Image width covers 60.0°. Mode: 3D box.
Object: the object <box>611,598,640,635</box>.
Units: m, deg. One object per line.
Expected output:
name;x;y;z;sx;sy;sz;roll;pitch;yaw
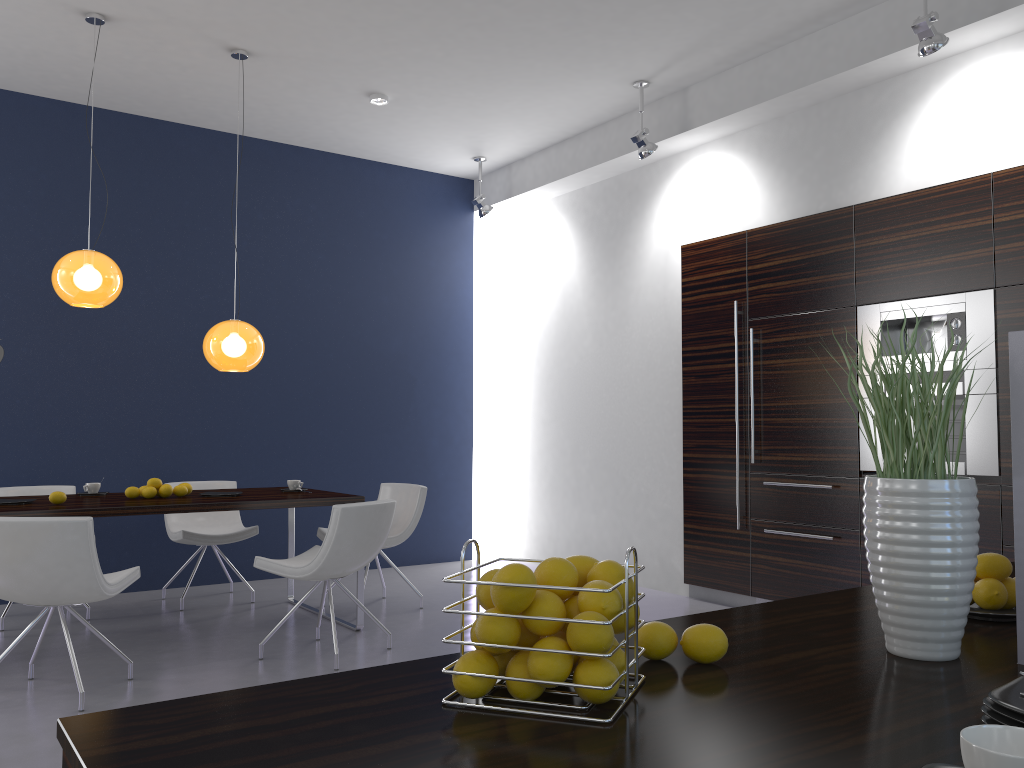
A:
object;0.127;0.284;1.101;0.063;0.051;0.053;-1;-3;24

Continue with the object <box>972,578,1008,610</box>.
object;0.794;0.349;1.473;0.051;0.053;0.063;0;-3;6

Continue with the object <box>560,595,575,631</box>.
object;0.067;0.286;1.115;0.052;0.053;0.062;-1;-3;27

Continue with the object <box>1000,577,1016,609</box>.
object;0.831;0.356;1.510;0.057;0.060;0.071;2;-4;-33

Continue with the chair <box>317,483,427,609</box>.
chair;-0.908;1.078;5.908;0.620;0.805;0.508;3;-4;-40

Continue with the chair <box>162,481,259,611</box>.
chair;-2.099;1.087;6.123;0.508;0.805;0.620;2;-4;-35

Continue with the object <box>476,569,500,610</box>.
object;-0.018;0.251;1.075;0.051;0.053;0.063;1;-3;-22

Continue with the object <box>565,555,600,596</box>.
object;0.087;0.242;1.117;0.063;0.051;0.053;-1;-3;13

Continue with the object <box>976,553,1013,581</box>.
object;0.810;0.310;1.498;0.063;0.048;0.053;-1;-3;21

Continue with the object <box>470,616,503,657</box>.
object;-0.022;0.301;1.077;0.051;0.055;0.061;-2;-4;34

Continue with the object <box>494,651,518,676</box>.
object;-0.009;0.338;1.102;0.051;0.053;0.063;2;-3;-27

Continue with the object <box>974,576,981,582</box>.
object;0.813;0.323;1.550;0.061;0.047;0.053;2;-4;-32

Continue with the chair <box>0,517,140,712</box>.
chair;-2.021;0.968;3.918;0.508;0.805;0.620;0;-3;0

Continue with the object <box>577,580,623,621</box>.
object;0.102;0.253;1.024;0.053;0.051;0.063;0;-3;11

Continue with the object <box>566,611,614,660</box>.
object;0.087;0.279;0.984;0.053;0.055;0.060;0;-3;8

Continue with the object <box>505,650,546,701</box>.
object;0.018;0.336;1.025;0.050;0.055;0.061;0;-3;11

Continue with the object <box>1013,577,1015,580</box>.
object;0.886;0.356;1.532;0.061;0.054;0.052;-1;-3;12

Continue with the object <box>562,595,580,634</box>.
object;0.085;0.280;1.062;0.064;0.053;0.051;2;-4;-32

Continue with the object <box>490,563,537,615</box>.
object;0.002;0.234;1.012;0.050;0.060;0.059;2;-4;-35

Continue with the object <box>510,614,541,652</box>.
object;0.009;0.298;1.076;0.051;0.053;0.062;2;-3;-27

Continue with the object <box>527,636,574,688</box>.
object;0.043;0.311;0.992;0.052;0.053;0.062;0;-3;2

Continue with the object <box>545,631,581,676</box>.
object;0.054;0.330;1.072;0.057;0.060;0.052;2;-4;-29

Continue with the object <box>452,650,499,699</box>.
object;-0.042;0.334;1.021;0.053;0.052;0.062;0;-3;5

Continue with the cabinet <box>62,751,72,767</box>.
cabinet;1.228;0.812;1.344;3.285;0.852;1.377;2;-4;-35

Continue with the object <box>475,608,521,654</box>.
object;-0.016;0.283;1.019;0.053;0.054;0.061;-1;-3;11

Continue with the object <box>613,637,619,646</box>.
object;0.108;0.331;1.105;0.060;0.057;0.052;2;-4;-33

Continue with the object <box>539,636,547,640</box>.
object;0.048;0.338;1.115;0.064;0.063;0.074;1;-3;-14

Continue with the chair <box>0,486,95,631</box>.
chair;-2.954;1.054;5.531;0.508;0.805;0.620;3;-4;-40

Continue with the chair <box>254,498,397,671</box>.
chair;-0.948;1.010;4.650;0.620;0.805;0.508;-1;-3;25

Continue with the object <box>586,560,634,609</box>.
object;0.120;0.243;1.075;0.057;0.060;0.052;-3;-4;43

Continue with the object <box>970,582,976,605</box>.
object;0.775;0.356;1.527;0.052;0.054;0.061;-2;-4;32

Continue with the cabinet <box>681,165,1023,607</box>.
cabinet;2.469;0.185;4.978;0.669;2.500;3.600;2;-4;-35

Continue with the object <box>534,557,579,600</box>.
object;0.052;0.236;1.070;0.051;0.053;0.063;2;-4;-33

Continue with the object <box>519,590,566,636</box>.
object;0.036;0.265;1.028;0.055;0.051;0.061;3;-4;-40

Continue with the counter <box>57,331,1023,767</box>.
counter;1.233;0.588;1.346;3.291;1.300;1.302;2;-4;-35
